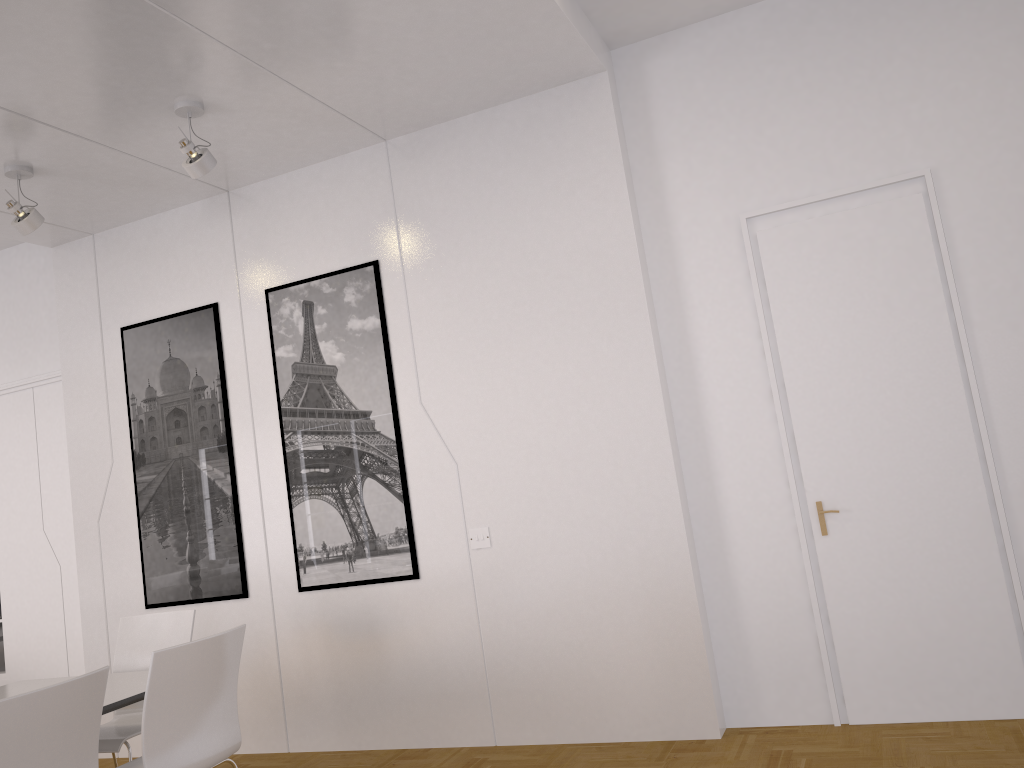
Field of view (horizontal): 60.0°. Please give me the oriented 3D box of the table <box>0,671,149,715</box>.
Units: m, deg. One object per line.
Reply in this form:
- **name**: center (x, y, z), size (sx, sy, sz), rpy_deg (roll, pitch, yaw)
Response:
- **table**: center (-2.219, 1.618, 2.896), size (1.209, 0.724, 2.408), rpy_deg (-11, -7, 21)

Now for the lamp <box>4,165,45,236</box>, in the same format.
- **lamp**: center (-2.585, -0.962, 4.706), size (0.174, 0.365, 0.167), rpy_deg (-5, -8, -26)

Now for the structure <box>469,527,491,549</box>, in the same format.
- **structure**: center (-0.170, 0.809, 4.654), size (0.114, 0.105, 0.013), rpy_deg (-11, -8, 21)

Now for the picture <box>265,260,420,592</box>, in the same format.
- **picture**: center (-0.988, 0.243, 5.024), size (0.785, 1.785, 0.016), rpy_deg (-11, -8, 21)

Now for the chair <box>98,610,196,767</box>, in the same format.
- **chair**: center (-1.771, 1.577, 4.084), size (0.560, 0.933, 0.575), rpy_deg (-11, -8, 21)

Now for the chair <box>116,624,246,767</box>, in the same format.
- **chair**: center (-1.273, 1.414, 3.235), size (0.574, 0.933, 0.560), rpy_deg (-11, -8, 21)

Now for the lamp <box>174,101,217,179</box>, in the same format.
- **lamp**: center (-1.528, -1.166, 4.287), size (0.174, 0.365, 0.167), rpy_deg (-5, -8, -26)

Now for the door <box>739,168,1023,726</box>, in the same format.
- **door**: center (1.711, 0.290, 4.098), size (0.870, 2.459, 0.132), rpy_deg (-11, -8, 21)

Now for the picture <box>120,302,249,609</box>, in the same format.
- **picture**: center (-2.031, 0.444, 5.438), size (0.785, 1.785, 0.013), rpy_deg (-11, -8, 21)

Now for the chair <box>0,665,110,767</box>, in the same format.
- **chair**: center (-1.523, 1.382, 2.625), size (0.574, 0.933, 0.560), rpy_deg (-11, -8, 21)
